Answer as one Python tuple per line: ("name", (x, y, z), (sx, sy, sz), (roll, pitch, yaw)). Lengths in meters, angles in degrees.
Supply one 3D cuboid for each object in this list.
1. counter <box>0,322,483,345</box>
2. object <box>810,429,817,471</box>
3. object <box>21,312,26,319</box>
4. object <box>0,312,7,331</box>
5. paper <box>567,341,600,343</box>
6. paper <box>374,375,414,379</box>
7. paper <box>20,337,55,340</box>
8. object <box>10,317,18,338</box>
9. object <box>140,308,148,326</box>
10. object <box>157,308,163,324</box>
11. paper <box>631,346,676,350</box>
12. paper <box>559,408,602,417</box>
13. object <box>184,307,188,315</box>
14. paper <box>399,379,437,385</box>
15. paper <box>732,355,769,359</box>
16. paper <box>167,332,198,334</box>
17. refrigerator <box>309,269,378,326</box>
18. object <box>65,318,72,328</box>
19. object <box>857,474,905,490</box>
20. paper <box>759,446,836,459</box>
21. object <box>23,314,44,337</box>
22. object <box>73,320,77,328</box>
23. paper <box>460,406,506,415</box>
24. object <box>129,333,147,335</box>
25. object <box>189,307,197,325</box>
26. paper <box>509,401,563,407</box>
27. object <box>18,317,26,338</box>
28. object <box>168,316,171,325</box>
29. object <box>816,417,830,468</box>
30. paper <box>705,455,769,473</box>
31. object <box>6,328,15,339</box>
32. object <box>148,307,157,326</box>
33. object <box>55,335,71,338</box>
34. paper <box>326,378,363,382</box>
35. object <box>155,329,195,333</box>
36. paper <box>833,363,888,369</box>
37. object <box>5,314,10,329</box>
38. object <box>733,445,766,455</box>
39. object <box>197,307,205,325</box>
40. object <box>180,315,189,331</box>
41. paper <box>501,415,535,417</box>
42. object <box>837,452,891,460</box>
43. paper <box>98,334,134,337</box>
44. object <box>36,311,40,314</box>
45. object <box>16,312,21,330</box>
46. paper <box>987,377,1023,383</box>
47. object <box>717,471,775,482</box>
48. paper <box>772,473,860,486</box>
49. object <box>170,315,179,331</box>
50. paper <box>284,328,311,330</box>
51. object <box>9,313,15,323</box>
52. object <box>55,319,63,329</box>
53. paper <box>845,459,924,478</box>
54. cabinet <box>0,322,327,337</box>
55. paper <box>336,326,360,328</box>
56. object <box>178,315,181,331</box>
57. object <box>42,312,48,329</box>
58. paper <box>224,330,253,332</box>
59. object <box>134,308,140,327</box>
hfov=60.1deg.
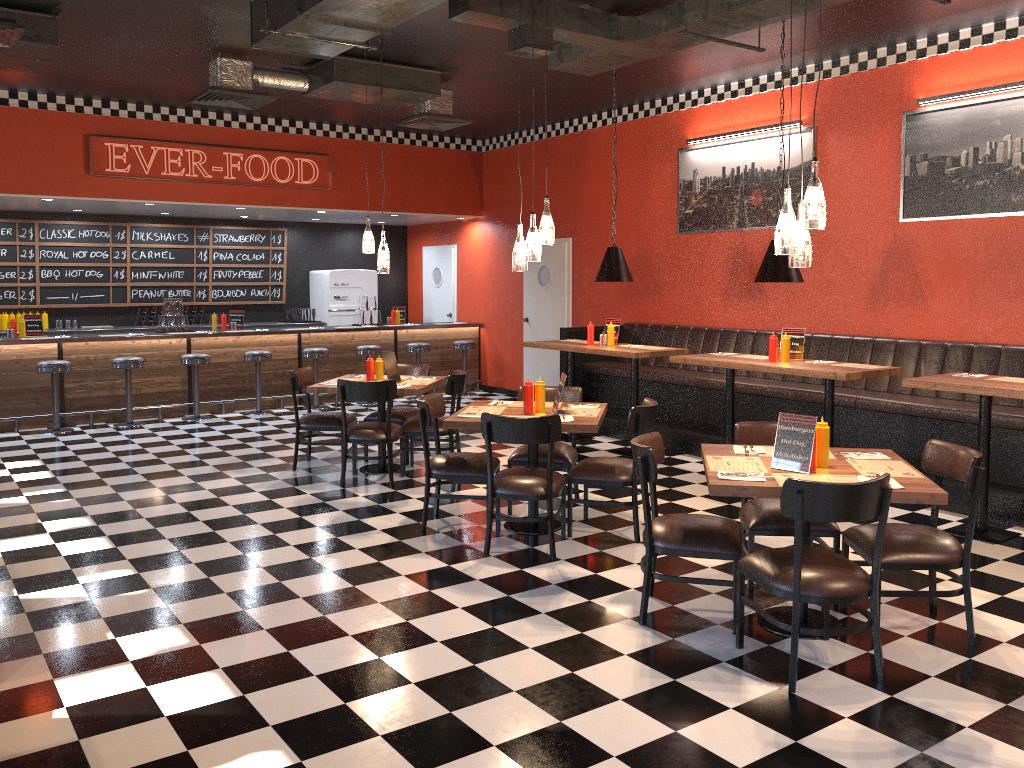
("counter", (-3.497, -0.661, 11.366), (7.050, 0.050, 0.677), (-5, 8, -35))
("object", (1.375, 0.277, 4.103), (0.068, 0.237, 0.068), (-3, 5, -30))
("object", (-6.382, -0.829, 11.590), (0.068, 0.237, 0.068), (3, 5, 31))
("object", (-6.551, -0.808, 11.419), (0.068, 0.237, 0.068), (3, 5, 31))
("paper", (0.785, -0.435, 9.194), (0.261, 0.001, 0.366), (-4, 8, -32))
("paper", (-1.091, -0.061, 7.977), (0.365, 0.001, 0.262), (1, 7, 12))
("paper", (-5.285, -0.512, 9.911), (0.366, 0.001, 0.262), (-5, 8, -34))
("object", (-5.620, -0.640, 9.993), (0.068, 0.237, 0.068), (-3, 5, -33))
("object", (-5.169, -0.941, 12.441), (0.073, 0.259, 0.193), (-3, 6, -32))
("object", (-4.987, -0.957, 12.571), (0.072, 0.256, 0.189), (-3, 6, -30))
("paper", (1.332, -0.342, 8.407), (0.261, 0.001, 0.366), (-4, 8, -32))
("paper", (0.448, 0.186, 5.881), (0.261, 0.001, 0.367), (1, 7, 11))
("object", (-4.712, -0.980, 12.764), (0.072, 0.256, 0.189), (-3, 6, -30))
("paper", (-0.805, -0.016, 7.596), (0.261, 0.001, 0.367), (1, 7, 10))
("paper", (2.041, -0.227, 7.429), (0.261, 0.001, 0.366), (-4, 8, -32))
("paper", (-4.014, -0.621, 10.816), (0.366, 0.001, 0.262), (-5, 8, -34))
("refrigerator", (-2.616, -0.890, 13.886), (0.804, 1.797, 0.851), (-3, 6, -35))
("object", (-5.980, -0.818, 11.934), (0.047, 0.135, 0.094), (1, 5, 10))
("object", (1.590, 0.418, 3.841), (0.157, 0.019, 0.256), (1, 7, 10))
("paper", (1.437, 0.348, 4.508), (0.365, 0.001, 0.262), (1, 7, 11))
("object", (-5.485, -0.670, 10.161), (0.072, 0.256, 0.188), (4, 7, 45))
("object", (-5.894, -0.819, 11.944), (0.047, 0.135, 0.094), (-4, 6, -40))
("paper", (-0.187, 0.176, 5.971), (0.261, 0.001, 0.367), (1, 7, 8))
("object", (-4.467, -0.598, 10.553), (0.158, 0.019, 0.255), (-6, 9, -39))
("object", (-4.619, -0.988, 12.829), (0.074, 0.257, 0.190), (-3, 6, -33))
("paper", (0.164, 0.143, 6.247), (0.365, 0.001, 0.262), (1, 7, 8))
("object", (-5.519, -0.638, 9.977), (0.068, 0.237, 0.068), (-3, 5, -33))
("object", (-4.261, -0.759, 11.087), (0.105, 0.208, 0.106), (1, 5, 10))
("object", (1.453, 0.271, 4.155), (0.068, 0.237, 0.068), (-3, 5, -30))
("paper", (1.067, 0.381, 4.229), (0.261, 0.001, 0.367), (1, 7, 9))
("object", (-5.592, -0.573, 9.874), (0.093, 0.135, 0.047), (0, 5, 0))
("object", (-5.078, -0.949, 12.506), (0.072, 0.256, 0.188), (-4, 6, -40))
("object", (-5.108, -0.540, 10.075), (0.157, 0.019, 0.256), (-4, 8, -29))
("paper", (-1.465, -0.028, 7.705), (0.261, 0.001, 0.367), (1, 7, 10))
("object", (-4.213, -0.659, 11.067), (0.437, 0.018, 0.273), (-5, 8, -35))
("paper", (2.617, -0.136, 6.654), (0.261, 0.001, 0.366), (-4, 8, -32))
("object", (-6.574, -0.820, 11.518), (0.068, 0.237, 0.068), (-3, 5, -33))
("object", (1.215, 0.337, 4.532), (0.157, 0.019, 0.256), (1, 7, 12))
("object", (-4.529, -0.996, 12.893), (0.072, 0.256, 0.189), (-3, 6, -30))
("object", (-4.087, -0.756, 11.066), (0.105, 0.208, 0.106), (1, 5, 10))
("paper", (0.073, 0.222, 5.585), (0.365, 0.001, 0.262), (1, 7, 8))
("object", (1.733, 0.352, 4.402), (0.255, 0.019, 0.158), (0, 7, 3))
("paper", (-4.638, -0.570, 10.393), (0.366, 0.001, 0.262), (-5, 8, -34))
("object", (-6.271, -0.844, 11.720), (0.068, 0.237, 0.068), (-3, 5, -33))
("object", (-6.461, -0.831, 11.610), (0.068, 0.237, 0.068), (3, 5, 31))
("paper", (3.286, -0.022, 5.690), (0.261, 0.001, 0.366), (-4, 8, -32))
("object", (1.045, 0.407, 3.947), (0.255, 0.019, 0.158), (1, 7, 13))
("paper", (1.341, 0.423, 3.876), (0.365, 0.001, 0.262), (1, 7, 8))
("object", (-4.192, -0.749, 11.002), (0.105, 0.208, 0.106), (1, 5, 10))
("paper", (-2.805, -0.722, 11.652), (0.366, 0.001, 0.261), (-6, 9, -39))
("object", (-6.500, -0.821, 11.526), (0.068, 0.237, 0.068), (-3, 6, -37))
("object", (-6.067, -0.809, 11.863), (0.093, 0.135, 0.047), (0, 5, 0))
("paper", (1.730, 0.392, 4.132), (0.261, 0.001, 0.367), (1, 7, 9))
("cabinet", (-5.165, -0.288, 12.243), (5.291, 0.995, 0.677), (-5, 7, -35))
("paper", (-2.226, -0.777, 12.101), (0.366, 0.001, 0.262), (-5, 8, -34))
("object", (-4.164, -0.767, 11.156), (0.105, 0.208, 0.106), (1, 5, 10))
("object", (-6.202, -0.850, 11.770), (0.068, 0.237, 0.068), (-3, 5, -33))
("paper", (-3.446, -0.669, 11.206), (0.366, 0.001, 0.262), (-5, 8, -34))
("object", (-5.248, -0.935, 12.392), (0.070, 0.257, 0.189), (-2, 6, -28))
